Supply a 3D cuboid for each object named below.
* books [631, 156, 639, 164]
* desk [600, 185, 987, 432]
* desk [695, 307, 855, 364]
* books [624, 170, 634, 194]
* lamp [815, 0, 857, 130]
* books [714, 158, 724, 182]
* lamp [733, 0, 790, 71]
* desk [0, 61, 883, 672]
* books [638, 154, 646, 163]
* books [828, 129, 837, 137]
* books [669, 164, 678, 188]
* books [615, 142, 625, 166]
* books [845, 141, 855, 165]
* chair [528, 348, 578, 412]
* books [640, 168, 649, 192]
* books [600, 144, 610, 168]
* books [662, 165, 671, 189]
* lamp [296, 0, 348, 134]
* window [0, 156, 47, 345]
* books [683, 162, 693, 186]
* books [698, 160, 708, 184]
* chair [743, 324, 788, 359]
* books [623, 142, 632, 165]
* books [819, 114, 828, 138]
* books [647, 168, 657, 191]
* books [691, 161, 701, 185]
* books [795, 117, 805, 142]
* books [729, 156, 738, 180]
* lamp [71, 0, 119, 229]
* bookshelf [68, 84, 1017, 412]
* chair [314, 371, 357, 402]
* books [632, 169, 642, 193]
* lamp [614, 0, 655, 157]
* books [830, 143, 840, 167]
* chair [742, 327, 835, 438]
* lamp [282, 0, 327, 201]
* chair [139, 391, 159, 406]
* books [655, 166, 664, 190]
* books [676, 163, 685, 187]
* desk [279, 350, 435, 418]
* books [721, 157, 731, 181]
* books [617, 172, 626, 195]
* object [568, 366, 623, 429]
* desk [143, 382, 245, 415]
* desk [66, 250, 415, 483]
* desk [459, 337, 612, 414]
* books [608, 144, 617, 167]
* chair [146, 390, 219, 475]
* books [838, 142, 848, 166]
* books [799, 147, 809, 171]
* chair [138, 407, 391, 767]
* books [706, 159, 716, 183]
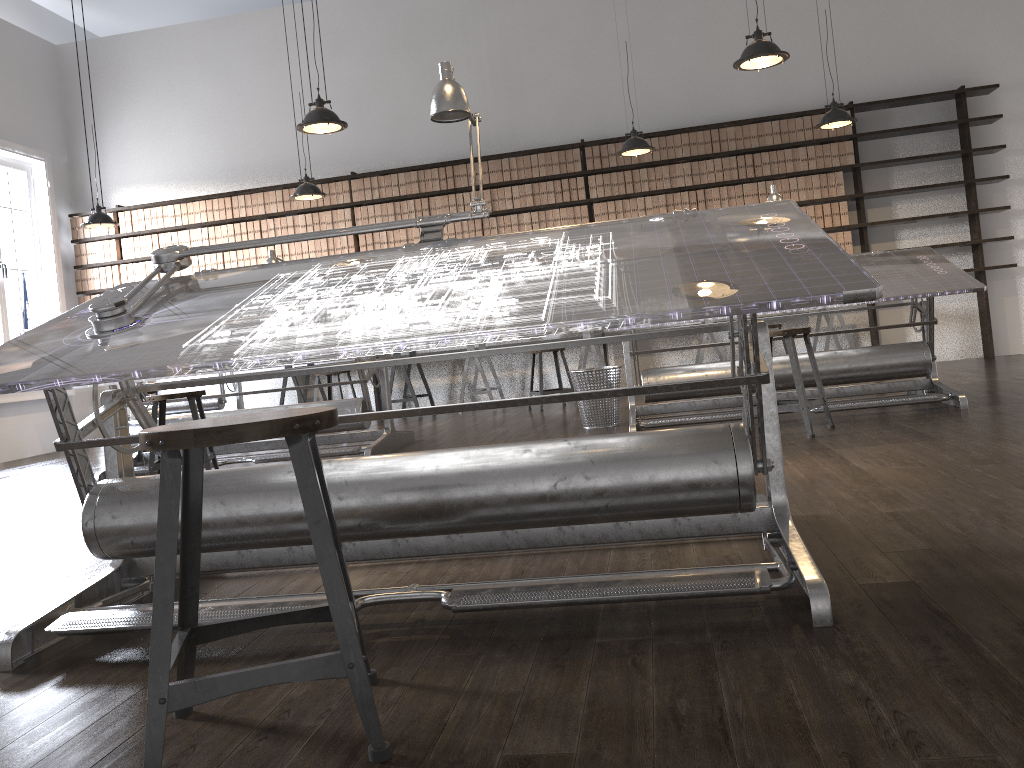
[{"bbox_3d":[1.176,-2.207,8.500,0.067,0.226,0.175,-6,1,9],"label":"books"},{"bbox_3d":[1.521,-0.502,5.273,2.067,1.387,1.078,-6,1,9],"label":"desk"},{"bbox_3d":[2.309,-0.344,7.962,1.667,0.670,0.656,-6,1,9],"label":"desk"},{"bbox_3d":[1.126,-1.923,8.511,0.067,0.226,0.175,-6,1,9],"label":"books"},{"bbox_3d":[2.406,-3.138,6.907,0.310,2.253,0.313,-6,0,34],"label":"lamp"},{"bbox_3d":[1.951,-2.006,8.382,0.066,0.226,0.175,-6,1,9],"label":"books"},{"bbox_3d":[1.285,-2.931,4.998,0.310,2.253,0.313,-6,0,34],"label":"lamp"},{"bbox_3d":[-0.253,-0.177,2.323,2.067,1.387,1.078,-6,1,9],"label":"desk"},{"bbox_3d":[1.242,-2.214,8.494,0.066,0.225,0.175,-6,1,9],"label":"books"},{"bbox_3d":[2.955,-2.385,8.229,0.066,0.226,0.175,-6,1,9],"label":"books"},{"bbox_3d":[1.542,-1.965,8.450,0.066,0.225,0.175,-6,1,9],"label":"books"},{"bbox_3d":[1.041,-2.194,8.526,0.066,0.226,0.174,-6,1,9],"label":"books"},{"bbox_3d":[3.114,-2.122,8.205,0.066,0.225,0.175,-6,1,9],"label":"books"},{"bbox_3d":[0.330,-0.045,7.649,0.372,0.528,0.358,-6,1,-18],"label":"chair"},{"bbox_3d":[1.270,-1.938,8.489,0.066,0.226,0.174,-6,1,9],"label":"books"},{"bbox_3d":[0.901,-2.180,8.549,0.066,0.226,0.175,-6,1,9],"label":"books"},{"bbox_3d":[1.475,-1.958,8.456,0.067,0.226,0.175,-6,1,9],"label":"books"},{"bbox_3d":[-1.274,-2.675,5.395,0.310,2.253,0.313,-6,0,29],"label":"lamp"},{"bbox_3d":[-4.890,-1.061,8.431,0.153,2.310,1.246,-6,0,9],"label":"window"},{"bbox_3d":[1.674,-1.978,8.426,0.067,0.226,0.175,-6,1,9],"label":"books"},{"bbox_3d":[1.813,-1.992,8.411,0.066,0.226,0.174,-6,1,9],"label":"books"},{"bbox_3d":[2.114,-0.224,7.399,0.359,0.528,0.371,-6,1,-23],"label":"chair"},{"bbox_3d":[1.110,-2.201,8.516,0.066,0.226,0.175,-6,1,9],"label":"books"},{"bbox_3d":[2.881,-2.378,8.239,0.066,0.225,0.175,-6,1,9],"label":"books"},{"bbox_3d":[1.340,-1.945,8.483,0.066,0.226,0.174,-6,1,9],"label":"books"},{"bbox_3d":[1.744,-1.985,8.419,0.066,0.226,0.175,-6,1,9],"label":"books"},{"bbox_3d":[2.676,-2.357,8.270,0.066,0.226,0.174,-6,1,9],"label":"books"},{"bbox_3d":[2.085,-2.019,8.365,0.066,0.225,0.175,-6,1,9],"label":"books"},{"bbox_3d":[-3.772,-2.520,7.860,0.311,2.253,0.312,-6,0,-11],"label":"lamp"},{"bbox_3d":[0.038,-0.694,8.779,9.168,3.209,0.374,-6,0,9],"label":"bookshelf"},{"bbox_3d":[-1.599,0.145,8.018,0.371,0.528,0.359,-6,1,17],"label":"chair"},{"bbox_3d":[1.201,-1.931,8.505,0.066,0.226,0.175,-6,1,9],"label":"books"},{"bbox_3d":[0.879,-2.985,7.144,0.310,2.253,0.313,-6,0,34],"label":"lamp"},{"bbox_3d":[2.986,-2.109,8.222,0.067,0.226,0.175,-6,1,9],"label":"books"},{"bbox_3d":[1.349,-0.006,4.409,0.371,0.528,0.359,-6,1,37],"label":"chair"},{"bbox_3d":[-1.858,-2.712,7.568,0.311,2.253,0.312,-6,0,-11],"label":"lamp"},{"bbox_3d":[-3.255,0.333,7.778,0.371,0.528,0.359,-6,1,17],"label":"chair"},{"bbox_3d":[1.410,-1.952,8.472,0.066,0.226,0.175,-6,1,9],"label":"books"},{"bbox_3d":[1.603,-1.971,8.439,0.066,0.225,0.175,-6,1,9],"label":"books"},{"bbox_3d":[-1.529,0.039,8.556,1.667,0.670,0.656,-6,1,9],"label":"desk"},{"bbox_3d":[2.022,-2.013,8.371,0.067,0.226,0.175,-6,1,9],"label":"books"},{"bbox_3d":[1.054,-1.916,8.528,0.066,0.225,0.175,-6,1,9],"label":"books"},{"bbox_3d":[0.556,0.087,5.717,0.352,0.378,0.354,-6,1,31],"label":"object"},{"bbox_3d":[-3.163,-0.015,8.776,1.267,1.098,1.072,-6,1,9],"label":"desk"},{"bbox_3d":[-1.773,-0.173,5.783,2.278,1.387,1.078,-6,1,9],"label":"desk"},{"bbox_3d":[0.205,-0.134,8.288,1.667,0.670,0.656,-6,1,9],"label":"desk"},{"bbox_3d":[0.970,-2.186,8.533,0.066,0.226,0.174,-6,1,9],"label":"books"},{"bbox_3d":[-1.828,0.312,4.893,0.359,0.528,0.371,-6,1,-13],"label":"chair"},{"bbox_3d":[3.052,-2.116,8.216,0.066,0.225,0.175,-6,1,9],"label":"books"},{"bbox_3d":[2.709,-2.082,8.268,0.066,0.225,0.175,-6,1,9],"label":"books"},{"bbox_3d":[-0.415,0.319,1.445,0.359,0.528,0.371,-6,1,-13],"label":"chair"},{"bbox_3d":[1.881,-1.999,8.396,0.066,0.226,0.174,-6,1,9],"label":"books"}]
